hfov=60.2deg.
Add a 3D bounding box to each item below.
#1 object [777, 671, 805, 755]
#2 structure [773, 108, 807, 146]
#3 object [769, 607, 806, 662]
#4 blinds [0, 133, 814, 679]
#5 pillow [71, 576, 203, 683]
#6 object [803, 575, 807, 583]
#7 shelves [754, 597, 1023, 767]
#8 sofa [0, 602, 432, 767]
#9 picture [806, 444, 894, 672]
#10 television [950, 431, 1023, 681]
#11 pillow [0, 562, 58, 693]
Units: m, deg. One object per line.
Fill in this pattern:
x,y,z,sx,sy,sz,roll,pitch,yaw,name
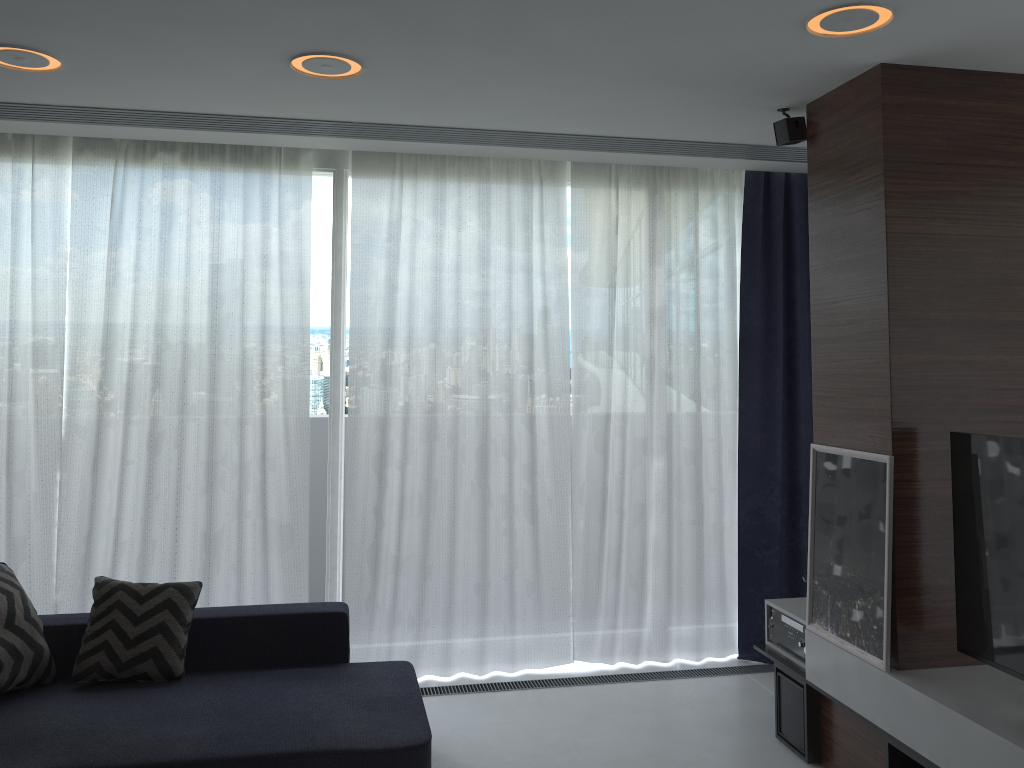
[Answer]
1.220,1.294,3.502,0.254,0.252,0.212,0,-2,-11,object
1.138,-1.048,3.612,0.114,0.143,0.084,1,-3,-21,structure
1.304,1.030,3.632,0.368,0.151,0.368,0,0,-11,object
-0.388,0.075,1.666,7.133,2.786,5.782,0,0,-8,blinds
-1.435,0.938,3.391,0.415,0.346,0.285,0,-2,-6,pillow
1.402,0.855,3.772,0.310,0.151,0.137,0,-2,36,object
1.693,1.199,2.717,0.872,0.501,2.343,0,1,-11,shelves
-1.095,1.148,2.238,1.898,0.611,2.865,0,1,-11,sofa
1.199,0.587,3.162,0.053,0.704,0.498,1,-3,-11,picture
1.584,0.560,2.274,0.297,0.789,1.226,1,-1,-11,television
-1.943,0.951,3.129,0.355,0.521,0.596,-1,-2,19,pillow
